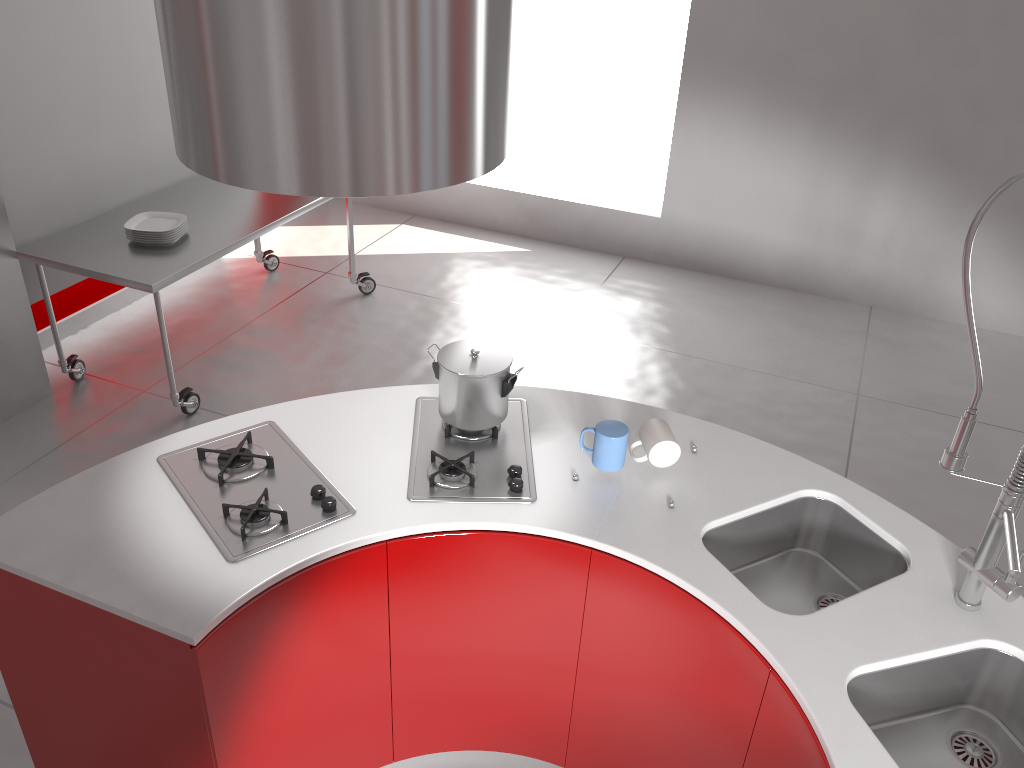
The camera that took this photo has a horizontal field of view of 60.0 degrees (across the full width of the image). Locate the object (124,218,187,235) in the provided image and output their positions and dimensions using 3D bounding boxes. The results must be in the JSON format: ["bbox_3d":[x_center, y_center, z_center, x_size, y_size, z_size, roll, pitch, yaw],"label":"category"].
[{"bbox_3d":[-1.515,-0.674,3.779,0.228,0.020,0.228,5,31,2],"label":"object"}]

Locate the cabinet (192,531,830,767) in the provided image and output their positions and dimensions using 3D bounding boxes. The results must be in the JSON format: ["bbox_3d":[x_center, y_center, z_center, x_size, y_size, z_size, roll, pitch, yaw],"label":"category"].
[{"bbox_3d":[0.139,1.116,1.447,1.025,0.761,1.875,-10,33,-20],"label":"cabinet"}]

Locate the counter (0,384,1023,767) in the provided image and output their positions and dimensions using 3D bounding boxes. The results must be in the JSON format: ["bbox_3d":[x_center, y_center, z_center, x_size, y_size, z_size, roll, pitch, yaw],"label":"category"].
[{"bbox_3d":[0.280,1.030,1.667,1.868,0.880,2.865,-17,36,-30],"label":"counter"}]

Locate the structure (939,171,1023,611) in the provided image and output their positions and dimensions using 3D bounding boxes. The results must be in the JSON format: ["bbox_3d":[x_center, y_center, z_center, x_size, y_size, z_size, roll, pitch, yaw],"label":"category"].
[{"bbox_3d":[0.902,0.066,1.582,0.178,0.920,0.308,-11,33,-22],"label":"structure"}]

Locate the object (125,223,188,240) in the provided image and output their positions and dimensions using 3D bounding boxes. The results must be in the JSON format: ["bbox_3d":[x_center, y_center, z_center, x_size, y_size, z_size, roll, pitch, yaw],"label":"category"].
[{"bbox_3d":[-1.516,-0.656,3.789,0.228,0.020,0.228,5,31,2],"label":"object"}]

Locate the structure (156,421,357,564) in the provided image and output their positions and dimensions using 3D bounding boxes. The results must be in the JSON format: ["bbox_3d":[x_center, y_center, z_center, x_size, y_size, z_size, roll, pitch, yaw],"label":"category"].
[{"bbox_3d":[-0.599,0.219,2.047,0.303,0.037,0.457,-19,38,-33],"label":"structure"}]

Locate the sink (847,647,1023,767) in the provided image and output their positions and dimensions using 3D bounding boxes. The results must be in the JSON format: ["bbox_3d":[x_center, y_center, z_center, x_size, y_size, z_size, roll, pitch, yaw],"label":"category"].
[{"bbox_3d":[0.831,0.689,1.637,0.428,0.172,0.326,-6,32,-15],"label":"sink"}]

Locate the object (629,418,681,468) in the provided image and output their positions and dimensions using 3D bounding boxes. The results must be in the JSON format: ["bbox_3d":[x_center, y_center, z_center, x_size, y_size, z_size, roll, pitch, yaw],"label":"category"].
[{"bbox_3d":[0.347,0.145,2.177,0.109,0.080,0.100,-2,31,-8],"label":"object"}]

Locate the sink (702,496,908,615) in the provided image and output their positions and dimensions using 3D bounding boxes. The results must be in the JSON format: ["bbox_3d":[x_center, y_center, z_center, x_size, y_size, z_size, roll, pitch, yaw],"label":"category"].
[{"bbox_3d":[0.645,0.451,2.019,0.428,0.172,0.326,-13,35,-26],"label":"sink"}]

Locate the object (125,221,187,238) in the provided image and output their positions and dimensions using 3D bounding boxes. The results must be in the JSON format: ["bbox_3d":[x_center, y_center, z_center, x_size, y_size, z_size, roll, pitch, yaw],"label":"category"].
[{"bbox_3d":[-1.515,-0.665,3.784,0.228,0.020,0.228,5,31,2],"label":"object"}]

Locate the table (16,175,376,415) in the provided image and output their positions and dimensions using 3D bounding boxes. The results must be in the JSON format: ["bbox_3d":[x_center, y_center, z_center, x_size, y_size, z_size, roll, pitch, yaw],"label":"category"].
[{"bbox_3d":[-1.414,-0.537,4.324,0.749,0.682,1.627,15,33,19],"label":"table"}]

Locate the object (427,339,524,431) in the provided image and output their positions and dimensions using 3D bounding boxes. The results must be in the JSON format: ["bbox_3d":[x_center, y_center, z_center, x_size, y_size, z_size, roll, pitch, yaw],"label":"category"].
[{"bbox_3d":[-0.096,-0.004,2.252,0.218,0.185,0.189,-6,32,-14],"label":"object"}]

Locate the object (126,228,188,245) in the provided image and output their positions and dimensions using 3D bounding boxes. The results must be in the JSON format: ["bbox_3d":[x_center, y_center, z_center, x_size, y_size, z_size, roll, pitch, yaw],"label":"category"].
[{"bbox_3d":[-1.517,-0.639,3.800,0.228,0.020,0.228,5,31,2],"label":"object"}]

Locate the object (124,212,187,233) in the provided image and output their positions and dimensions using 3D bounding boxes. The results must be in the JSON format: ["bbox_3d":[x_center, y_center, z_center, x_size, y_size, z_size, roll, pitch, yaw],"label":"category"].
[{"bbox_3d":[-1.514,-0.683,3.774,0.228,0.020,0.228,5,31,2],"label":"object"}]

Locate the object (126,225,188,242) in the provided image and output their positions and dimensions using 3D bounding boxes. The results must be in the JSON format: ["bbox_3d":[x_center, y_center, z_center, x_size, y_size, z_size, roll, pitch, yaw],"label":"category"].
[{"bbox_3d":[-1.516,-0.648,3.794,0.228,0.020,0.228,5,31,2],"label":"object"}]

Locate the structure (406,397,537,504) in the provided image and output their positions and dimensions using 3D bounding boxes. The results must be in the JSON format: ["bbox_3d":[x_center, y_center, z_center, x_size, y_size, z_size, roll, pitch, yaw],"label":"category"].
[{"bbox_3d":[-0.100,0.141,2.223,0.303,0.037,0.457,1,31,-4],"label":"structure"}]

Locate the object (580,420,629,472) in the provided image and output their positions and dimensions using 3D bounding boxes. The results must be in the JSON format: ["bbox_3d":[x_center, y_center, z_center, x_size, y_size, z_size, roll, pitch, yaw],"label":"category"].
[{"bbox_3d":[0.222,0.149,2.141,0.109,0.100,0.080,0,31,-5],"label":"object"}]

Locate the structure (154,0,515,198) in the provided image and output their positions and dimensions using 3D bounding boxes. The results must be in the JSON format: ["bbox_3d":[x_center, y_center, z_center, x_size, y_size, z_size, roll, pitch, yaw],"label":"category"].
[{"bbox_3d":[-0.308,-0.886,1.532,0.644,0.958,0.644,-3,31,-11],"label":"structure"}]
